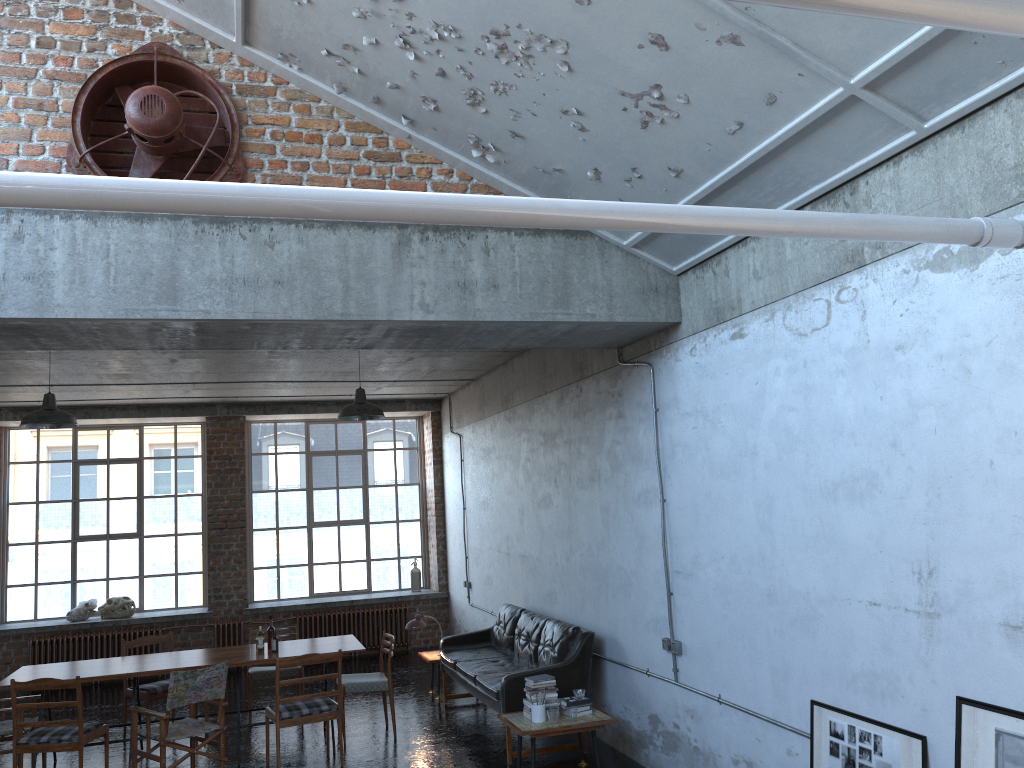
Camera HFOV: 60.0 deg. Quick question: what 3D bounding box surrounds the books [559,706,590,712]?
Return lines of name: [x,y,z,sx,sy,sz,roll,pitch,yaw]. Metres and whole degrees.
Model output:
books: [0.502,2.644,7.255,0.166,0.024,0.227,3,-9,-38]

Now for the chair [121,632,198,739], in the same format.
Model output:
chair: [-3.649,3.149,9.194,0.509,1.028,0.573,-9,-9,37]

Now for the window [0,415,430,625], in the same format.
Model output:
window: [-0.416,3.625,15.287,19.864,12.900,0.747,-1,-8,-17]

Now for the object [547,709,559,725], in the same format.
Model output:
object: [0.321,2.609,6.943,0.092,0.099,0.092,3,-10,-39]

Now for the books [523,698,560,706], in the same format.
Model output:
books: [0.239,2.585,7.242,0.245,0.028,0.193,0,-8,-22]

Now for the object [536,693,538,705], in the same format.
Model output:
object: [0.203,2.562,7.085,0.009,0.167,0.061,-3,-8,-5]

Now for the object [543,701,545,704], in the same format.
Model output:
object: [0.236,2.585,7.035,0.068,0.159,0.009,-3,-7,-4]

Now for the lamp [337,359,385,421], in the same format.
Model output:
lamp: [-1.604,-0.084,9.346,0.502,0.891,0.502,-1,-8,-13]

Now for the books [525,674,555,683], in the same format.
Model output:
books: [0.227,2.414,7.270,0.201,0.024,0.159,1,-8,-27]

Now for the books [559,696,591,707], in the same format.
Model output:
books: [0.504,2.594,7.258,0.225,0.029,0.179,0,-8,-25]

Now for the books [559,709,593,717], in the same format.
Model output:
books: [0.513,2.672,7.249,0.179,0.034,0.243,2,-9,-34]

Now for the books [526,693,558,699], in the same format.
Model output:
books: [0.242,2.540,7.251,0.224,0.021,0.158,-1,-8,-17]

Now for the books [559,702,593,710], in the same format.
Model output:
books: [0.512,2.621,7.263,0.243,0.024,0.175,0,-8,-21]

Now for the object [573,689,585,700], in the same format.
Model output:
object: [0.551,2.542,7.256,0.103,0.068,0.103,4,-10,-44]

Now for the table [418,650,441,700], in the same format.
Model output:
table: [-0.635,3.397,10.424,0.811,0.458,0.649,-1,-8,-17]

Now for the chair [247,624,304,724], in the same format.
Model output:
chair: [-2.590,3.172,9.683,0.589,0.971,0.577,-1,-8,-17]

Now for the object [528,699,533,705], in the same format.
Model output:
object: [0.185,2.576,7.047,0.137,0.190,0.009,-1,-8,-14]

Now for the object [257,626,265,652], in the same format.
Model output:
object: [-2.421,2.452,8.540,0.070,0.235,0.041,-1,-8,-17]

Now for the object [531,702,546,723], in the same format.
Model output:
object: [0.210,2.609,7.036,0.110,0.137,0.110,-1,-8,-17]

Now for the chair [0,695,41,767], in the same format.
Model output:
chair: [-4.591,3.005,7.803,0.713,1.031,0.574,-1,-8,-17]

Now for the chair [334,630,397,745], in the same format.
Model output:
chair: [-1.438,2.988,8.773,0.577,0.971,0.589,-1,-8,-17]

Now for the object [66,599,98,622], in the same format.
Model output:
object: [-6.207,3.271,12.807,0.281,0.281,0.575,-4,-8,9]

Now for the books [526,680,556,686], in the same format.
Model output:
books: [0.236,2.434,7.260,0.205,0.020,0.155,-1,-8,-17]

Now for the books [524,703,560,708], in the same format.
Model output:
books: [0.241,2.606,7.238,0.255,0.014,0.192,-1,-8,-14]

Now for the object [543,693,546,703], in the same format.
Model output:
object: [0.247,2.554,7.059,0.062,0.169,0.009,-1,-8,-17]

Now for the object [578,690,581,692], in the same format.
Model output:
object: [0.551,2.536,7.258,0.081,0.060,0.065,2,-9,-35]

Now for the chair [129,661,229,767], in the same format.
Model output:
chair: [-2.753,2.847,7.378,0.713,1.031,0.574,-10,-10,42]

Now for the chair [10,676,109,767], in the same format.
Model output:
chair: [-3.731,2.909,7.336,0.573,1.028,0.509,-3,-7,2]

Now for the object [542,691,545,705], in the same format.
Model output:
object: [0.243,2.548,7.073,0.052,0.185,0.009,-1,-8,-15]

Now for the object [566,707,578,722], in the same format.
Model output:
object: [0.477,2.606,6.990,0.092,0.099,0.092,3,-10,-39]

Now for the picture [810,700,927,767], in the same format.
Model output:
picture: [1.804,2.226,4.548,0.135,0.994,0.889,-1,-8,-17]

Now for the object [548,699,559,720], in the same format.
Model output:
object: [0.336,2.595,7.059,0.087,0.155,0.087,4,-10,-44]

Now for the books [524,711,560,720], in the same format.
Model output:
books: [0.238,2.678,7.212,0.248,0.043,0.192,-1,-8,-17]

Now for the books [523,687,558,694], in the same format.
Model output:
books: [0.234,2.498,7.250,0.244,0.019,0.174,-1,-8,-17]

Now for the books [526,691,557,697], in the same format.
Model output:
books: [0.241,2.518,7.248,0.205,0.022,0.155,0,-8,-22]

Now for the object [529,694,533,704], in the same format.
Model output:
object: [0.167,2.569,7.058,0.046,0.202,0.023,-6,-8,19]

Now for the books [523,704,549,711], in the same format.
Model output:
books: [0.237,2.623,7.219,0.249,0.023,0.175,-1,-8,-16]

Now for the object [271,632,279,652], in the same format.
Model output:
object: [-2.270,2.468,8.491,0.097,0.180,0.051,-10,-10,44]

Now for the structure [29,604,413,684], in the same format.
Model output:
structure: [-4.094,3.798,12.918,5.349,0.713,0.232,-1,-8,-17]

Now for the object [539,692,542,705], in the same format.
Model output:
object: [0.225,2.569,7.083,0.023,0.204,0.037,-6,-8,22]

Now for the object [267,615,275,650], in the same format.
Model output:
object: [-2.339,2.415,8.613,0.075,0.324,0.075,-4,-8,8]

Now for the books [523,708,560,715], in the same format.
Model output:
books: [0.238,2.646,7.216,0.249,0.023,0.175,0,-8,-21]

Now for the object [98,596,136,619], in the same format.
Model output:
object: [-5.760,3.244,12.880,0.418,0.305,0.625,4,-10,-43]

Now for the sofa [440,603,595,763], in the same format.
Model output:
sofa: [-0.033,2.851,8.867,0.929,1.045,2.610,-1,-8,-17]

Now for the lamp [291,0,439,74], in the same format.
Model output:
lamp: [-0.832,-1.529,2.853,0.945,2.025,5.320,-3,-7,1]

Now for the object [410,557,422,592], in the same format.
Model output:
object: [-1.552,3.070,14.290,0.172,0.551,0.172,-7,-8,27]

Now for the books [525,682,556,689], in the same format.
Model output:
books: [0.235,2.457,7.267,0.209,0.023,0.167,0,-8,-23]

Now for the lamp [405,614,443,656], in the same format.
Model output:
lamp: [-1.001,2.935,10.365,0.496,0.492,0.220,0,-8,-25]

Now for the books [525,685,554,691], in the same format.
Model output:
books: [0.225,2.477,7.250,0.231,0.023,0.162,-3,-7,-2]

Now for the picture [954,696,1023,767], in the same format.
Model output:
picture: [2.108,1.937,3.388,0.233,1.215,1.095,-1,-8,-17]

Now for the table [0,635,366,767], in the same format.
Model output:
table: [-2.988,3.040,8.324,3.112,0.917,1.067,-1,-8,-17]

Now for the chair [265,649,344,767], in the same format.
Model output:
chair: [-1.831,2.864,7.796,0.573,1.028,0.509,1,-8,-27]

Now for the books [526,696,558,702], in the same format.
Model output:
books: [0.245,2.560,7.244,0.221,0.023,0.147,-1,-8,-18]

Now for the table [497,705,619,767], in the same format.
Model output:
table: [0.368,2.906,7.114,0.811,0.458,0.649,-1,-8,-17]

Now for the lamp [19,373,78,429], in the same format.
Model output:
lamp: [-4.423,-0.041,8.486,0.502,0.891,0.502,-1,-8,-13]

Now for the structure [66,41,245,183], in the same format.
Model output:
structure: [-2.288,-1.664,5.744,1.058,1.096,0.808,-1,-8,-17]
